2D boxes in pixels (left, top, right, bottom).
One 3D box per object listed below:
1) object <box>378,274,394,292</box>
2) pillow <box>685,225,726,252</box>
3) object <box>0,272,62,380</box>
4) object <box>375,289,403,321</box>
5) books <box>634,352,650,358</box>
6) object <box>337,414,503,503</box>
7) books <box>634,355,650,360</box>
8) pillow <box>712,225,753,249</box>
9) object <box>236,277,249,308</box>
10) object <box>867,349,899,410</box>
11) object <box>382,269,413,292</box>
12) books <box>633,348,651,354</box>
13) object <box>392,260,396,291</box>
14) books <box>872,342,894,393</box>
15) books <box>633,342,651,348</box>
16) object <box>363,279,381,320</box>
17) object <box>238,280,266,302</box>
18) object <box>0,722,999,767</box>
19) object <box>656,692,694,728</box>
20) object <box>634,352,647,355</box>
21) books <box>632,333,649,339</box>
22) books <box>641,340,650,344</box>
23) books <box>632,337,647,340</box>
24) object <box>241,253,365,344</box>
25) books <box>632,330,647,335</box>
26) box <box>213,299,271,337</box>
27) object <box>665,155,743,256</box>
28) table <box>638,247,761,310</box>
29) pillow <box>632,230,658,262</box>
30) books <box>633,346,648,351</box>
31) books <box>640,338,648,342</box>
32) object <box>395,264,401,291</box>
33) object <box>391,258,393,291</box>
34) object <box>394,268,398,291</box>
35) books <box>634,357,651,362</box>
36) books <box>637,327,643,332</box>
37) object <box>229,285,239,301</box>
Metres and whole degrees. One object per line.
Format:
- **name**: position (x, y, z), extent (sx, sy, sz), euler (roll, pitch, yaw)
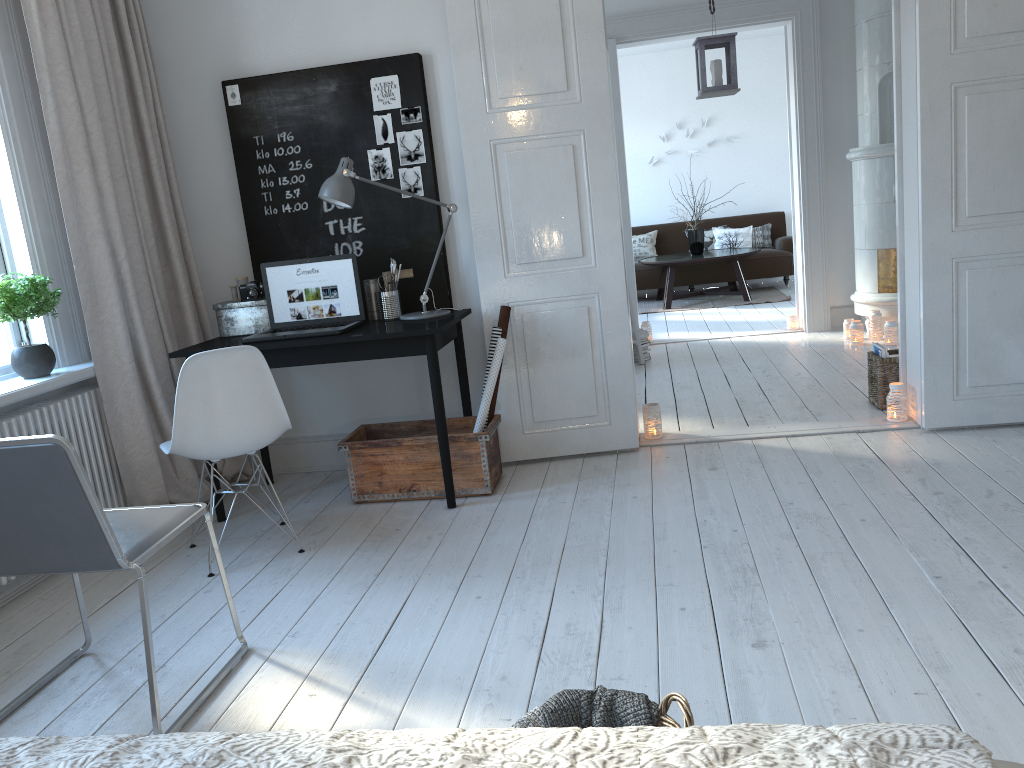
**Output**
- **object**: position (-0.570, -0.397, 4.020), extent (0.081, 0.199, 0.050), euler (2, 14, 34)
- **pillow**: position (2.273, -1.658, 10.363), extent (0.473, 0.349, 0.158), euler (-5, 12, 8)
- **object**: position (-1.871, -0.226, 3.396), extent (0.309, 0.408, 0.271), euler (-13, 13, -30)
- **object**: position (-0.557, -0.357, 4.016), extent (0.108, 0.129, 0.108), euler (-1, 13, 24)
- **books**: position (0.912, -0.218, 6.567), extent (0.128, 0.016, 0.180), euler (-14, 13, -35)
- **object**: position (-0.386, 0.335, 3.954), extent (0.665, 0.283, 0.338), euler (-5, 11, 9)
- **books**: position (0.914, -0.203, 6.572), extent (0.128, 0.016, 0.176), euler (-15, 14, -39)
- **pillow**: position (2.549, -1.675, 10.241), extent (0.471, 0.310, 0.187), euler (-4, 12, 10)
- **object**: position (-1.250, -0.418, 4.062), extent (0.056, 0.130, 0.166), euler (-5, 11, 8)
- **object**: position (1.976, -0.030, 4.509), extent (0.270, 0.266, 0.223), euler (-5, 12, 9)
- **object**: position (-0.509, -0.414, 4.052), extent (0.138, 0.209, 0.034), euler (-9, 12, -10)
- **books**: position (0.909, -0.246, 6.559), extent (0.132, 0.017, 0.186), euler (-17, 15, -43)
- **object**: position (-0.537, -0.431, 4.012), extent (0.062, 0.265, 0.012), euler (-16, 15, -37)
- **books**: position (1.960, -0.061, 4.505), extent (0.201, 0.301, 0.179), euler (-5, 12, 9)
- **books**: position (0.908, -0.288, 6.547), extent (0.193, 0.022, 0.128), euler (3, 15, 41)
- **object**: position (-0.638, -0.388, 4.095), extent (0.079, 0.189, 0.078), euler (-9, 12, -11)
- **object**: position (-1.167, -0.417, 3.980), extent (0.137, 0.088, 0.073), euler (-5, 12, 9)
- **object**: position (-0.217, 0.467, 0.940), extent (1.460, 0.104, 0.403), euler (-5, 11, 9)
- **object**: position (0.148, 0.720, 1.490), extent (0.319, 0.352, 0.318), euler (3, 15, 40)
- **object**: position (0.904, -0.235, 6.576), extent (0.111, 0.014, 0.156), euler (-15, 14, -37)
- **books**: position (0.903, -0.361, 6.529), extent (0.128, 0.027, 0.199), euler (-10, 12, -19)
- **books**: position (0.907, -0.309, 6.551), extent (0.128, 0.016, 0.178), euler (-15, 14, -37)
- **books**: position (0.898, -0.341, 6.541), extent (0.128, 0.016, 0.180), euler (-10, 12, -19)
- **object**: position (-0.905, -0.368, 3.781), extent (0.446, 0.316, 0.324), euler (-5, 12, 9)
- **books**: position (0.895, -0.382, 6.529), extent (0.132, 0.017, 0.186), euler (-10, 11, -17)
- **box**: position (-1.200, -0.315, 4.103), extent (0.317, 0.153, 0.192), euler (-5, 11, 9)
- **object**: position (2.056, -1.910, 9.387), extent (0.845, 1.070, 0.524), euler (-11, 12, -19)
- **table**: position (2.044, -1.152, 9.627), extent (1.300, 0.505, 1.295), euler (-7, 11, 0)
- **pillow**: position (1.484, -1.613, 10.529), extent (0.519, 0.368, 0.238), euler (-5, 12, 9)
- **books**: position (0.899, -0.266, 6.561), extent (0.166, 0.022, 0.128), euler (4, 15, 42)
- **books**: position (0.900, -0.325, 6.546), extent (0.128, 0.016, 0.176), euler (-11, 12, -24)
- **object**: position (-0.524, -0.417, 3.998), extent (0.084, 0.241, 0.009), euler (-9, 12, -13)
- **object**: position (-0.542, -0.434, 4.012), extent (0.008, 0.268, 0.060), euler (-1, 13, 26)
- **object**: position (-0.533, -0.408, 4.007), extent (0.009, 0.222, 0.082), euler (3, 15, 38)
- **books**: position (0.921, -0.186, 6.577), extent (0.128, 0.016, 0.178), euler (-16, 15, -42)
- **books**: position (0.886, -0.400, 6.539), extent (0.111, 0.014, 0.156), euler (-9, 11, -11)
- **object**: position (-1.294, -0.423, 4.135), extent (0.040, 0.069, 0.039), euler (-7, 12, -3)
